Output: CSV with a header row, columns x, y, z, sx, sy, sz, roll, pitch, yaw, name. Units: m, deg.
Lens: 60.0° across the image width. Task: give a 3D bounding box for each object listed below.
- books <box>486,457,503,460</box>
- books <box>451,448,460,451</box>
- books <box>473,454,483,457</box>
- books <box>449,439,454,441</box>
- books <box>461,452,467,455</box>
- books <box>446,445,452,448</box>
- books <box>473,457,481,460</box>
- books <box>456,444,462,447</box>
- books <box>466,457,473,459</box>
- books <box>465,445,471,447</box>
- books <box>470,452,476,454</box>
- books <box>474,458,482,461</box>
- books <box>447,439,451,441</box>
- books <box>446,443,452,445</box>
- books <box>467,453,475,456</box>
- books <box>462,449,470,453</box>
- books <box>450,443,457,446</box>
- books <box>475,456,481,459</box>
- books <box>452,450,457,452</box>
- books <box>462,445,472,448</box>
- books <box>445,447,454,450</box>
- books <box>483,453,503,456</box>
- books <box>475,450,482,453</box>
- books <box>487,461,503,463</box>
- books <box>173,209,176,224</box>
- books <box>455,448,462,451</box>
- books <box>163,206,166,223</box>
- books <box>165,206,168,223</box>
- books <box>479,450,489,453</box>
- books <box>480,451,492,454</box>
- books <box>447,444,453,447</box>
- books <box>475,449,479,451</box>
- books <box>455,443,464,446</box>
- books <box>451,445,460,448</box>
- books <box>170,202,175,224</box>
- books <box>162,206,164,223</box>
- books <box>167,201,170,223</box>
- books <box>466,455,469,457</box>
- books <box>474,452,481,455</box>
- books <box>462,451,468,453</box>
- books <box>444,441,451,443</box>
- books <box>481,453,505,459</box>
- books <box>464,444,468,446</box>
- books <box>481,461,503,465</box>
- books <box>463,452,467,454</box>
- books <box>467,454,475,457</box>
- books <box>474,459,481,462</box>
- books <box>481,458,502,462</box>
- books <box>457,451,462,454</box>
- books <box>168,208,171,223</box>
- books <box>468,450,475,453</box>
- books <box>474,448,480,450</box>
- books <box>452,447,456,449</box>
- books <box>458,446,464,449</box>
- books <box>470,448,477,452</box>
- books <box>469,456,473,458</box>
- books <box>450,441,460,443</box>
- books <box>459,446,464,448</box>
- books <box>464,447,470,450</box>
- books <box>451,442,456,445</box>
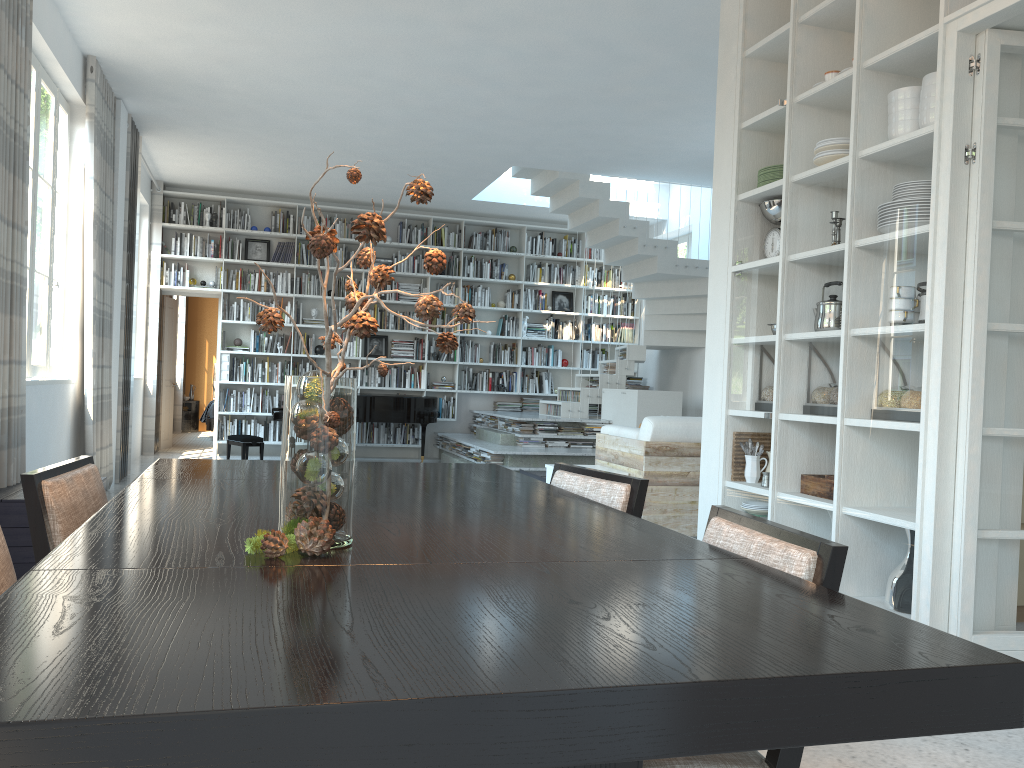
x,y,z,sx,sy,sz,roll,pitch,yaw,name
-0.182,0.770,9.198,0.137,0.019,0.224,2,0,-15,books
-0.624,0.783,10.664,0.159,0.012,0.292,2,0,-19,books
-0.292,0.766,9.483,0.191,0.015,0.246,2,0,-15,books
-0.636,0.679,10.658,0.193,0.005,0.224,2,0,-20,books
-0.467,0.794,10.065,0.189,0.009,0.290,2,0,-13,books
-0.711,0.774,10.963,0.172,0.014,0.221,2,0,-15,books
-0.296,0.796,9.482,0.191,0.006,0.275,2,0,-14,books
-0.540,0.719,10.364,0.165,0.014,0.235,2,0,-21,books
-0.384,0.818,9.771,0.193,0.005,0.224,2,0,-20,books
-0.440,0.703,10.070,0.157,0.007,0.268,2,0,-16,books
-0.371,0.760,9.773,0.171,0.007,0.260,2,0,-13,books
-0.290,0.804,9.484,0.178,0.009,0.276,2,0,-18,books
-0.704,0.692,10.963,0.159,0.006,0.285,2,0,-14,books
-0.713,0.738,10.961,0.171,0.020,0.193,2,0,-12,books
-0.377,0.779,9.772,0.189,0.013,0.215,2,0,-18,books
-0.454,0.758,10.067,0.160,0.025,0.244,2,0,-21,books
-0.627,0.728,10.662,0.169,0.009,0.241,2,0,-20,books
-0.282,0.791,9.486,0.170,0.006,0.268,2,0,-16,books
-0.621,0.804,10.665,0.157,0.014,0.180,2,0,-19,books
-0.454,0.713,10.066,0.170,0.014,0.281,2,0,-19,books
-0.718,0.794,10.961,0.177,0.026,0.230,2,0,-13,books
-0.199,0.725,9.192,0.165,0.015,0.243,2,0,-12,books
-0.281,0.724,9.485,0.175,0.006,0.251,2,0,-16,books
-0.179,0.804,9.199,0.132,0.014,0.205,2,0,-16,books
-4.057,-1.990,10.665,0.028,0.186,0.182,2,0,-16,books
-0.543,0.763,10.364,0.182,0.013,0.287,2,0,-15,books
-4.170,-2.016,10.654,0.024,0.228,0.129,2,1,-16,books
-4.145,-2.012,10.651,0.023,0.223,0.151,2,0,-16,books
-0.212,0.700,9.187,0.192,0.014,0.256,2,0,-20,books
-0.205,0.712,9.190,0.176,0.010,0.266,2,0,-20,books
-0.697,0.764,10.967,0.149,0.007,0.300,2,0,-16,books
-0.290,0.707,9.482,0.178,0.010,0.196,2,0,-11,books
-0.543,0.706,10.363,0.179,0.012,0.249,2,0,-19,books
-0.623,0.751,10.663,0.159,0.011,0.246,2,0,-20,books
-4.081,-2.033,10.657,0.025,0.269,0.177,2,0,-16,books
-4.182,-2.012,10.628,0.014,0.219,0.188,2,0,-16,books
-4.123,-2.043,10.647,0.014,0.286,0.175,2,1,-16,books
-0.447,0.812,10.071,0.142,0.012,0.291,2,0,-12,books
-0.290,0.742,9.483,0.168,0.013,0.281,2,0,-21,books
-0.457,0.776,10.067,0.177,0.011,0.220,2,0,-14,books
-0.715,0.720,10.960,0.180,0.015,0.294,2,0,-18,books
-0.200,0.746,9.192,0.156,0.027,0.287,2,0,-21,books
-0.443,0.696,10.069,0.160,0.008,0.239,2,0,-15,books
-0.209,0.818,9.191,0.184,0.017,0.230,2,0,-14,books
-0.448,0.786,10.070,0.147,0.008,0.290,2,0,-20,books
-0.372,0.790,9.773,0.180,0.008,0.267,2,0,-17,books
-0.301,0.815,9.481,0.191,0.016,0.209,2,0,-11,books
-0.213,0.787,9.189,0.187,0.017,0.205,2,0,-11,books
-0.542,0.802,10.365,0.161,0.008,0.254,2,0,-11,books
-4.107,-1.996,10.655,0.024,0.195,0.167,2,0,-16,books
-0.372,0.748,9.772,0.180,0.017,0.182,2,0,-19,books
-0.290,0.695,9.482,0.182,0.016,0.256,2,0,-13,books
-0.619,0.771,10.665,0.165,0.012,0.205,2,0,-16,books
-0.529,0.740,10.367,0.155,0.009,0.297,2,0,-15,books
-0.357,0.726,9.776,0.141,0.028,0.222,2,0,-21,books
-0.369,0.805,9.775,0.171,0.005,0.297,2,0,-17,books
-0.625,0.701,10.662,0.171,0.015,0.252,2,0,-19,books
-0.533,0.731,10.366,0.169,0.009,0.241,2,0,-16,books
-0.442,0.737,10.070,0.142,0.017,0.239,2,0,-20,books
-0.633,0.716,10.660,0.182,0.016,0.199,2,0,-11,books
